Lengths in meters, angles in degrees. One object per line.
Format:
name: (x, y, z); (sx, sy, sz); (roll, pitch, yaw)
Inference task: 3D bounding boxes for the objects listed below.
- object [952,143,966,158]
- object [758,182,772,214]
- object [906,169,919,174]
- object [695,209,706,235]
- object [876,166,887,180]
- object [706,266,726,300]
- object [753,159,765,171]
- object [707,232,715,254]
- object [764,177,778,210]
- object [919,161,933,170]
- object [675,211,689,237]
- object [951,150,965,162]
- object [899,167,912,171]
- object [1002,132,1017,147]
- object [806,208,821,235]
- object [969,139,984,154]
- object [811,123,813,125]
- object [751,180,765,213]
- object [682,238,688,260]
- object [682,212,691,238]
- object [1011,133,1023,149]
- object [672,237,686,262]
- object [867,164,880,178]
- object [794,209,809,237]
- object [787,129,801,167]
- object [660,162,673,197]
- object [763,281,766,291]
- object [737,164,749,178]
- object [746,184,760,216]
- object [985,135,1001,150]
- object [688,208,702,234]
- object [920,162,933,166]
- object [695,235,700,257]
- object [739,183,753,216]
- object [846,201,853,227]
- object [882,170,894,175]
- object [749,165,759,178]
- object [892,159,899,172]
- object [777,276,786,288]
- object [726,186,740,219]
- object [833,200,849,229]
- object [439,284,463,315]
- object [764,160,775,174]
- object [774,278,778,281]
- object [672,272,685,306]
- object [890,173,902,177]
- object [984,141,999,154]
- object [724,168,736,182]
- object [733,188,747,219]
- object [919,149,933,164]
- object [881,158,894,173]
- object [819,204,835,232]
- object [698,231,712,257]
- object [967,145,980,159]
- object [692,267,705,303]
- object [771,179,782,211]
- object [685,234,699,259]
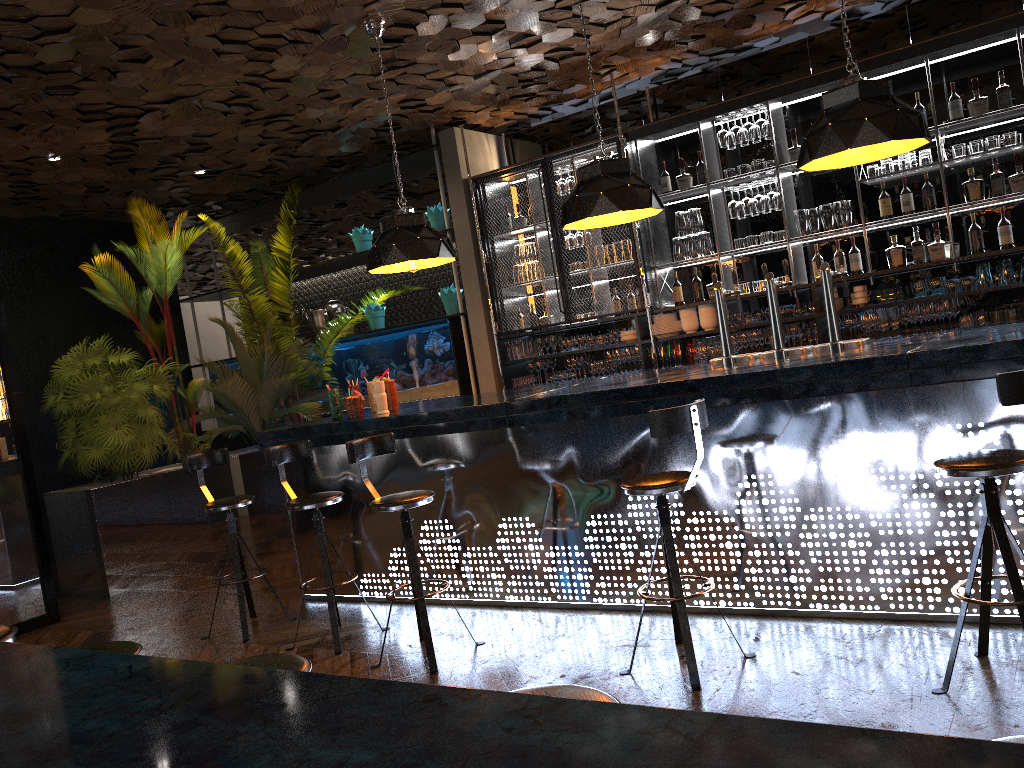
object: (3.152, -1.636, 6.246); (0.089, 0.092, 0.089); (-9, 2, 6)
object: (2.041, -1.503, 7.157); (0.092, 0.244, 0.092); (-9, 2, -5)
object: (2.966, -1.619, 6.580); (0.089, 0.092, 0.089); (-10, 3, -30)
object: (1.575, -1.372, 7.501); (0.105, 0.209, 0.105); (-10, 2, -11)
object: (2.782, -1.593, 6.689); (0.089, 0.092, 0.089); (-9, 2, 6)
object: (1.694, -0.840, 7.374); (0.123, 0.279, 0.123); (-11, 3, -42)
object: (1.953, -1.720, 7.005); (0.089, 0.092, 0.089); (-9, 2, 2)
object: (1.650, -1.172, 7.480); (0.105, 0.209, 0.105); (-10, 2, -11)
object: (2.037, -1.495, 6.962); (0.092, 0.244, 0.092); (-9, 2, -5)
object: (3.029, -1.626, 6.497); (0.089, 0.092, 0.089); (-8, 2, 23)
object: (1.428, -1.348, 7.480); (0.105, 0.209, 0.105); (-10, 2, -11)
object: (3.222, -1.653, 6.394); (0.089, 0.092, 0.089); (-10, 2, -14)
object: (2.870, -1.599, 6.473); (0.089, 0.092, 0.089); (-8, 2, 23)
object: (3.422, -1.673, 6.089); (0.089, 0.092, 0.089); (-10, 2, -12)
object: (2.367, -1.267, 6.952); (0.105, 0.209, 0.105); (-10, 2, -11)
object: (3.249, -1.650, 6.195); (0.089, 0.092, 0.089); (-9, 2, -3)
object: (2.339, -1.865, 6.820); (0.083, 0.282, 0.083); (-8, 2, 19)
object: (1.951, -1.484, 7.020); (0.092, 0.244, 0.092); (-9, 2, -5)
object: (1.469, -1.148, 7.624); (0.105, 0.209, 0.105); (-10, 2, -11)
object: (1.484, -1.361, 7.576); (0.105, 0.209, 0.105); (-10, 2, -11)
object: (3.517, -1.693, 6.192); (0.089, 0.092, 0.089); (-9, 2, 8)
object: (1.414, -1.136, 7.521); (0.105, 0.209, 0.105); (-10, 2, -11)
object: (2.674, -1.571, 6.566); (0.089, 0.092, 0.089); (-10, 3, -30)
object: (2.252, -1.246, 6.892); (0.105, 0.209, 0.105); (-10, 2, -11)
object: (2.211, -1.845, 6.909); (0.123, 0.279, 0.123); (-8, 2, 22)
object: (1.310, -1.743, 7.551); (0.086, 0.298, 0.086); (-9, 2, -7)
object: (2.044, -0.798, 7.297); (0.089, 0.092, 0.089); (-9, 2, 6)
object: (1.862, -1.710, 7.127); (0.089, 0.092, 0.089); (-9, 2, 2)
object: (1.959, -1.492, 7.212); (0.092, 0.244, 0.092); (-9, 2, -5)
object: (3.322, -1.658, 6.116); (0.089, 0.092, 0.089); (-9, 2, -3)
object: (1.529, -1.362, 7.423); (0.105, 0.209, 0.105); (-10, 2, -11)
object: (2.973, -1.612, 6.368); (0.089, 0.092, 0.089); (-10, 3, -30)
object: (1.566, -1.161, 7.550); (0.105, 0.209, 0.105); (-10, 2, -11)
object: (1.870, -1.473, 7.075); (0.092, 0.244, 0.092); (-9, 2, -5)
object: (2.569, -1.294, 6.811); (0.105, 0.209, 0.105); (-10, 2, -11)
object: (2.754, -1.582, 6.505); (0.089, 0.092, 0.089); (-9, 2, 6)
object: (1.970, -1.730, 7.201); (0.089, 0.092, 0.089); (-7, 3, 44)
object: (2.863, -1.624, 6.617); (0.089, 0.092, 0.089); (-10, 3, -30)
object: (2.158, -0.807, 7.043); (0.089, 0.092, 0.089); (-7, 3, 44)
object: (1.779, -1.461, 7.136); (0.092, 0.244, 0.092); (-9, 2, -5)
object: (2.500, -1.280, 6.728); (0.105, 0.209, 0.105); (-10, 2, -11)
object: (-0.591, -0.832, 8.792); (0.265, 0.325, 0.245); (-8, 2, 27)
object: (2.079, -1.745, 7.141); (0.089, 0.092, 0.089); (-9, 2, 2)
object: (2.105, -0.802, 7.154); (0.089, 0.092, 0.089); (-7, 3, 44)
object: (1.416, -0.813, 7.584); (0.086, 0.299, 0.086); (-9, 2, -7)
object: (2.866, -1.604, 6.618); (0.089, 0.092, 0.089); (-10, 3, -30)
object: (3.382, -1.673, 6.248); (0.089, 0.092, 0.089); (-8, 3, 33)
object: (1.775, -1.699, 7.213); (0.089, 0.092, 0.089); (-9, 2, 2)
object: (1.869, -1.480, 7.273); (0.092, 0.244, 0.092); (-9, 2, -5)
object: (2.969, -1.632, 6.367); (0.089, 0.092, 0.089); (-8, 2, 24)
object: (2.750, -1.602, 6.504); (0.089, 0.092, 0.089); (-10, 2, -14)
object: (2.424, -1.271, 6.808); (0.105, 0.209, 0.105); (-10, 2, -11)
object: (1.601, -1.160, 7.381); (0.105, 0.209, 0.105); (-10, 2, -11)
object: (3.308, -1.665, 6.344); (0.089, 0.092, 0.089); (-10, 2, -17)
object: (1.557, -0.831, 7.452); (0.086, 0.297, 0.086); (-10, 2, -22)
object: (2.126, -1.515, 7.099); (0.092, 0.244, 0.092); (-9, 2, -5)
object: (1.512, -1.149, 7.455); (0.105, 0.209, 0.105); (-10, 2, -11)
